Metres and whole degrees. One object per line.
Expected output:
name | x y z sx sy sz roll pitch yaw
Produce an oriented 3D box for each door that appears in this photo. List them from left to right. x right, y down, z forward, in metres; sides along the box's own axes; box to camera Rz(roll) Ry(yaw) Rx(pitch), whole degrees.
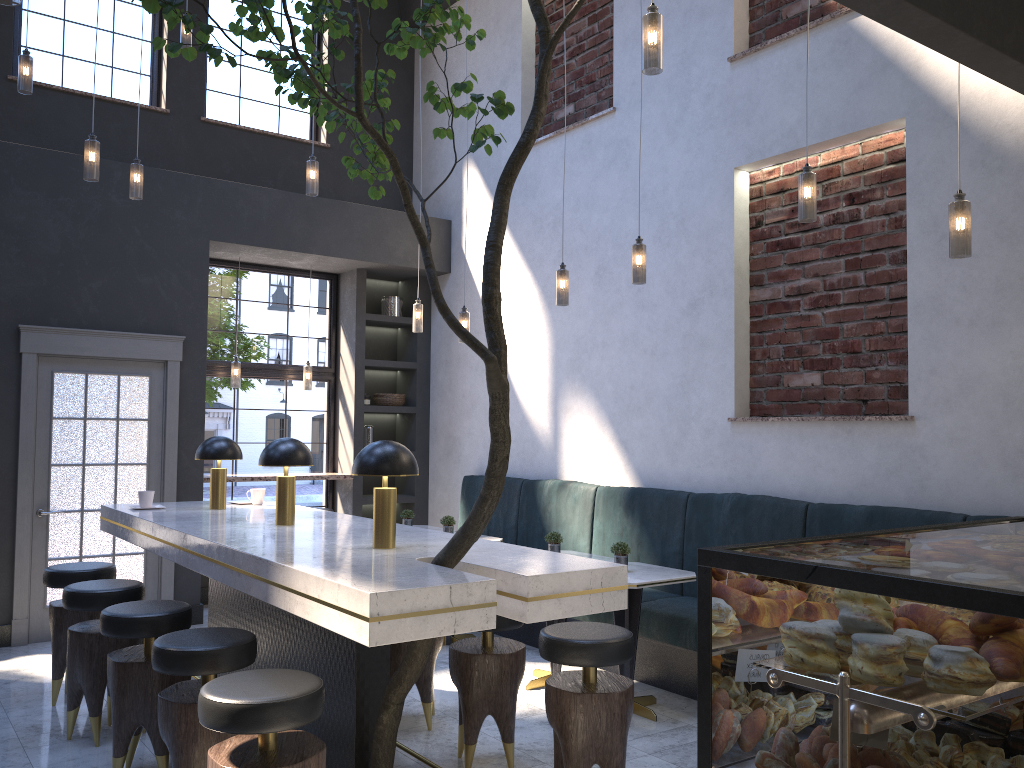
door | -3.021 0.721 6.493 1.132 2.218 0.152 3 -3 -36

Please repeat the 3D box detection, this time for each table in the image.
table | -1.167 1.332 3.911 4.600 0.751 4.831 3 -4 -36

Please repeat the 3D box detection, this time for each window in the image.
window | 0.162 -1.506 2.241 6.407 5.362 12.713 3 -4 -36

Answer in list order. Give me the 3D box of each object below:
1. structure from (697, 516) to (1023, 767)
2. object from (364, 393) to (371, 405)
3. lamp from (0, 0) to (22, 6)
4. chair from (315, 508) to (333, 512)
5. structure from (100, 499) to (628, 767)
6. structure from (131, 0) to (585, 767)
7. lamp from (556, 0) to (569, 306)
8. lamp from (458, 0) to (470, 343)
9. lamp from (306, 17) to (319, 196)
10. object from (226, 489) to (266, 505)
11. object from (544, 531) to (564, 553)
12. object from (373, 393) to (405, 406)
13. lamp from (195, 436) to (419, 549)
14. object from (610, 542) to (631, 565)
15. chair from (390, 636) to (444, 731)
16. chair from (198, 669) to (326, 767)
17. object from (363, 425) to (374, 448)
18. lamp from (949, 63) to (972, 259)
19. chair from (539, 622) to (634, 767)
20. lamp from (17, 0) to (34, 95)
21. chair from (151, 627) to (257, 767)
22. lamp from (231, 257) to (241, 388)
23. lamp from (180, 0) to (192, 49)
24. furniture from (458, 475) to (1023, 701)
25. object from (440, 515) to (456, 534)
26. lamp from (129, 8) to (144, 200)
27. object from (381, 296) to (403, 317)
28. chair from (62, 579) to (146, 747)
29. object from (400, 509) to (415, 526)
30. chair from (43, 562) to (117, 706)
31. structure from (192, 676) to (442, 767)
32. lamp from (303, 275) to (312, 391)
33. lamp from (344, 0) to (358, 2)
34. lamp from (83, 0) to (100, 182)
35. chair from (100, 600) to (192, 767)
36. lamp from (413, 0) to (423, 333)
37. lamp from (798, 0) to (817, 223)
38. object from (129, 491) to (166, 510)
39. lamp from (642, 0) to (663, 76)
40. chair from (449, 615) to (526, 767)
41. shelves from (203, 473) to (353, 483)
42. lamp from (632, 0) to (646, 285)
structure | 3.329 0.893 0.147 3.206 1.299 5.807 3 -4 -36
object | -1.389 0.146 8.354 0.117 0.119 0.117 -1 -3 30
lamp | -1.282 -3.037 2.369 0.078 4.103 0.078 1 -3 -6
chair | -1.748 1.502 7.715 0.370 0.821 0.372 0 -3 16
structure | -1.033 1.197 4.152 0.990 1.050 3.491 3 -4 -36
structure | -0.410 -1.301 3.495 3.744 5.986 2.808 0 -3 7
lamp | 0.333 -2.536 5.581 0.078 4.103 0.078 0 -3 16
lamp | -0.324 -2.347 6.470 0.078 4.103 0.078 -2 -3 39
lamp | -1.279 -3.279 5.858 0.078 4.103 0.078 -2 -3 39
object | -1.620 0.690 5.462 0.176 0.097 0.301 4 -4 -45
object | 0.253 0.967 5.325 0.122 0.165 0.118 -1 -3 32
object | -1.180 0.157 8.536 0.305 0.123 0.305 1 -3 -15
lamp | 0.571 -1.118 1.002 8.836 3.255 4.184 -2 -4 37
object | 0.596 0.944 4.856 0.122 0.165 0.118 -1 -3 32
chair | -0.541 1.382 4.573 0.372 0.737 0.371 0 -3 7
chair | -0.760 1.275 2.678 0.372 0.737 0.371 0 -3 7
object | -1.347 0.508 8.314 0.098 0.247 0.098 0 -3 3
lamp | 1.787 -2.549 3.586 0.078 4.103 0.078 -2 -3 39
chair | 0.286 1.328 3.441 0.372 0.737 0.371 0 -3 7
lamp | -2.897 -3.796 5.406 0.078 4.103 0.078 -2 -3 39
chair | -1.139 1.304 3.272 0.372 0.737 0.371 1 -3 -9
lamp | -2.374 -0.683 7.671 0.078 1.428 0.078 0 -3 16
lamp | -2.421 -4.567 6.737 0.078 4.103 0.078 -2 -3 39
furniture | -1.190 1.134 3.957 6.022 1.150 5.342 3 -4 -36
object | -0.453 1.013 6.291 0.122 0.165 0.118 -1 -3 32
lamp | -2.382 -3.235 5.761 0.078 4.103 0.078 -2 -3 39
object | -1.162 -0.736 8.601 0.214 0.215 0.213 2 -3 -27
chair | -2.013 1.355 4.357 0.372 0.737 0.370 -2 -4 45
object | -0.796 1.036 6.761 0.122 0.165 0.118 -1 -3 32
chair | -2.415 1.384 4.942 0.372 0.737 0.371 0 -3 7
structure | -1.037 1.616 4.132 0.496 0.210 3.499 3 -4 -36
lamp | -1.844 -0.656 8.058 0.078 1.428 0.078 1 -3 -6
lamp | -0.699 -3.766 4.040 0.078 4.103 0.078 -2 -3 39
lamp | -2.320 -3.183 5.026 0.078 4.103 0.078 -2 -3 39
chair | -1.579 1.330 3.816 0.372 0.737 0.371 0 -3 7
lamp | -0.715 -2.454 7.013 0.078 4.103 0.078 -2 -3 39
lamp | 1.377 -2.797 4.163 0.078 4.103 0.078 -2 -3 39
object | -2.089 0.663 5.080 0.176 0.098 0.204 2 -4 -31
lamp | 0.562 -3.254 3.511 0.078 4.103 0.078 1 -3 -6
chair | -0.127 1.355 4.007 0.372 0.737 0.371 0 -3 7
shelves | -3.333 0.761 6.920 4.404 0.043 0.384 3 -4 -36
lamp | 0.730 -2.609 5.040 0.078 4.103 0.078 0 -3 16
